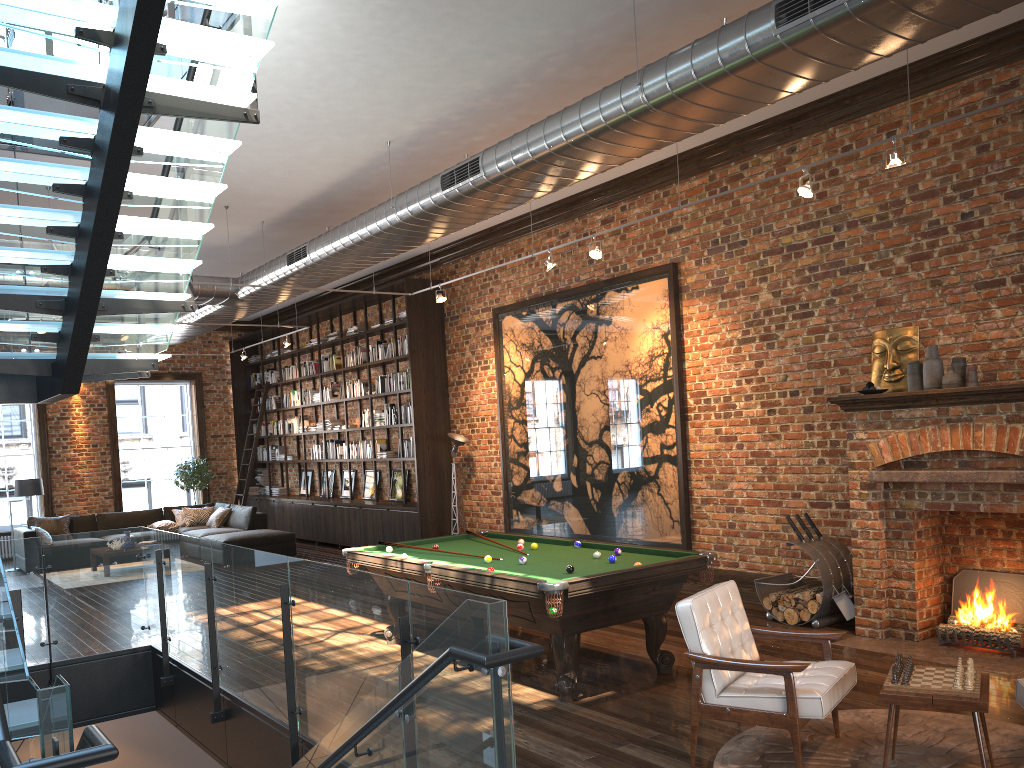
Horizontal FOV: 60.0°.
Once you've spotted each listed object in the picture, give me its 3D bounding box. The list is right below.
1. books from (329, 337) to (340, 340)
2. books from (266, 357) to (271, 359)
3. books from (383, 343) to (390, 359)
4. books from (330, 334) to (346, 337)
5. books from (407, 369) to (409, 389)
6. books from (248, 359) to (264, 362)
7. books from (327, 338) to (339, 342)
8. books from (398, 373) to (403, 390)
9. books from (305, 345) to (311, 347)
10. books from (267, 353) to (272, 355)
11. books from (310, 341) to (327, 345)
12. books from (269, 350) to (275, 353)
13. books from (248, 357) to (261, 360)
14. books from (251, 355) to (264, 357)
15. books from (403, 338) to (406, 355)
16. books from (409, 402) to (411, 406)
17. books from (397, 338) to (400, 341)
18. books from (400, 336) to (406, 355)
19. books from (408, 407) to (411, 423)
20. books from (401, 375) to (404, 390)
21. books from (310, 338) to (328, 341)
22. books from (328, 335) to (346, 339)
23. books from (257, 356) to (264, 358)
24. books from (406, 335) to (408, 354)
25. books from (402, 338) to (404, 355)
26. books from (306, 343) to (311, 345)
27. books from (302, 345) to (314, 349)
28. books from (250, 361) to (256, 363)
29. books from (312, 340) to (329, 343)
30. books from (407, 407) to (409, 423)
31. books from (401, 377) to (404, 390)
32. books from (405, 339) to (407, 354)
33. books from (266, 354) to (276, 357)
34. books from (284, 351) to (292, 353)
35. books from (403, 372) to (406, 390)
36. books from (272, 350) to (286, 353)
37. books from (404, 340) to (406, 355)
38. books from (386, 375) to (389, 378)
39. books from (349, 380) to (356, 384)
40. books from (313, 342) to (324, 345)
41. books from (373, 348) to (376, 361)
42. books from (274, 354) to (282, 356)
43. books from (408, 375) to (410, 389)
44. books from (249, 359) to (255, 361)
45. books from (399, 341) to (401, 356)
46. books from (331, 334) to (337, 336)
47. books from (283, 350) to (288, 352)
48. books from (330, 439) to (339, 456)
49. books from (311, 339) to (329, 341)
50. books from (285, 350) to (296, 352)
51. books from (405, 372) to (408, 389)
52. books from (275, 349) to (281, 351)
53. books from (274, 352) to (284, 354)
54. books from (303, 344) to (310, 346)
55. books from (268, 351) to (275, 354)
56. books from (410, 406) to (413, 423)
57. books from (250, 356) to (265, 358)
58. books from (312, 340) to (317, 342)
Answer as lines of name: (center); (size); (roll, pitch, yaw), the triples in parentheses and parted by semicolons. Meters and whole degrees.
books: (-2.992, -0.777, 15.238); (0.213, 0.014, 0.282); (-1, -4, -34)
books: (-4.729, -0.511, 17.627); (0.227, 0.036, 0.304); (-1, -4, -36)
books: (-1.942, -0.501, 13.871); (0.152, 0.279, 0.013); (-4, 2, -36)
books: (-2.982, -0.824, 15.246); (0.171, 0.021, 0.307); (-1, -4, -40)
books: (-1.470, -0.072, 13.121); (0.151, 0.297, 0.025); (-4, 2, -36)
books: (-5.293, -0.485, 18.388); (0.213, 0.014, 0.358); (-1, -4, -40)
books: (-3.000, -0.754, 15.232); (0.227, 0.011, 0.373); (-1, -4, -33)
books: (-1.620, -0.036, 13.307); (0.188, 0.264, 0.030); (-3, 1, -36)
books: (-3.645, -0.686, 16.156); (0.198, 0.014, 0.262); (-1, -4, -36)
books: (-4.725, -0.605, 17.631); (0.192, 0.010, 0.373); (-1, -4, -34)
books: (-3.423, -0.730, 15.828); (0.218, 0.016, 0.368); (-1, -4, -35)
books: (-4.718, -0.644, 17.636); (0.164, 0.022, 0.257); (-1, -4, -32)
books: (-5.301, -0.527, 18.383); (0.229, 0.015, 0.313); (-1, -4, -40)
books: (-5.290, -0.577, 18.391); (0.188, 0.008, 0.345); (-1, -4, -31)
books: (-1.546, -0.552, 13.277); (0.184, 0.269, 0.014); (-3, 1, -36)
books: (-1.467, 0.431, 13.321); (0.141, 0.323, 0.015); (-4, 2, -36)
books: (-1.705, -0.544, 13.533); (0.131, 0.300, 0.023); (-4, 2, -36)
books: (-1.600, -0.567, 13.354); (0.172, 0.314, 0.012); (-4, 2, -36)
books: (-1.467, 0.467, 13.292); (0.180, 0.246, 0.032); (-3, 1, -36)
books: (-1.584, -0.020, 13.279); (0.161, 0.224, 0.057); (-3, 1, -36)
books: (-3.430, -0.799, 15.824); (0.215, 0.015, 0.320); (-1, -4, -39)
books: (-2.991, -0.798, 15.239); (0.193, 0.030, 0.314); (-1, -4, -41)
books: (-5.268, -0.545, 18.407); (0.160, 0.021, 0.296); (-1, -4, -35)
books: (-1.483, -0.578, 13.208); (0.184, 0.307, 0.013); (-3, 1, -36)
books: (-1.570, -0.550, 13.338); (0.159, 0.276, 0.025); (-4, 1, -36)
books: (-3.639, -0.724, 16.160); (0.168, 0.015, 0.231); (-1, -4, -33)
books: (-3.649, -0.672, 16.153); (0.191, 0.015, 0.375); (-1, -4, -39)
books: (-5.289, -0.455, 18.390); (0.215, 0.014, 0.336); (-1, -4, -33)
books: (-3.412, -0.759, 15.836); (0.186, 0.011, 0.381); (-1, -4, -35)
books: (-1.492, 0.472, 13.329); (0.170, 0.243, 0.027); (-3, 1, -36)
books: (-1.563, -0.008, 13.242); (0.189, 0.194, 0.028); (-3, 1, -36)
books: (-1.501, -0.544, 13.235); (0.182, 0.244, 0.026); (-3, 1, -36)
books: (-4.740, -0.560, 17.619); (0.229, 0.034, 0.274); (-1, -4, -32)
books: (-4.179, -0.608, 16.871); (0.205, 0.018, 0.324); (-1, -4, -39)
books: (-1.537, -0.045, 13.228); (0.158, 0.264, 0.027); (-3, 1, -36)
books: (-4.505, -0.630, 17.305); (0.216, 0.018, 0.377); (-1, -4, -38)
books: (-1.531, -0.533, 13.264); (0.174, 0.229, 0.025); (-3, 1, -36)
books: (-1.882, -0.002, 13.841); (0.159, 0.286, 0.014); (-4, 2, -36)
books: (-2.644, 0.088, 14.861); (0.152, 0.307, 0.016); (-4, 2, -36)
books: (-3.405, -0.714, 15.841); (0.156, 0.017, 0.320); (0, -4, -41)
books: (-2.122, -0.454, 14.092); (0.168, 0.231, 0.028); (-3, 1, -36)
books: (-4.494, -0.565, 17.312); (0.206, 0.017, 0.283); (-1, -4, -35)
books: (-1.452, -0.028, 13.108); (0.183, 0.206, 0.016); (-3, 1, -36)
books: (-5.291, -0.498, 18.390); (0.225, 0.011, 0.270); (-1, -4, -37)
books: (-1.627, -0.526, 13.399); (0.165, 0.240, 0.031); (-3, 1, -36)
books: (-2.980, -0.839, 15.247); (0.180, 0.010, 0.278); (-1, -4, -37)
books: (-4.192, -0.634, 16.862); (0.231, 0.006, 0.289); (0, -4, -40)
books: (-3.118, 1.149, 15.632); (0.182, 0.336, 0.015); (-4, 2, -36)
books: (-3.426, -0.783, 15.827); (0.199, 0.017, 0.303); (0, -4, -41)
books: (-4.177, -0.624, 16.872); (0.209, 0.014, 0.291); (-1, -4, -37)
books: (-1.487, -0.048, 13.140); (0.189, 0.254, 0.027); (-3, 1, -36)
books: (-4.497, -0.664, 17.312); (0.191, 0.007, 0.365); (-1, -4, -34)
books: (-4.500, -0.609, 17.308); (0.205, 0.024, 0.249); (-1, -4, -32)
books: (-3.651, -0.710, 16.151); (0.191, 0.013, 0.316); (-1, -4, -40)
books: (-4.712, -0.625, 17.640); (0.162, 0.017, 0.381); (-1, -4, -35)
books: (-1.422, 0.453, 13.229); (0.176, 0.262, 0.068); (-3, 1, -36)
books: (-5.283, -0.564, 18.397); (0.190, 0.017, 0.300); (-1, -4, -38)
books: (-3.417, -0.770, 15.833); (0.203, 0.011, 0.309); (-1, -4, -36)
